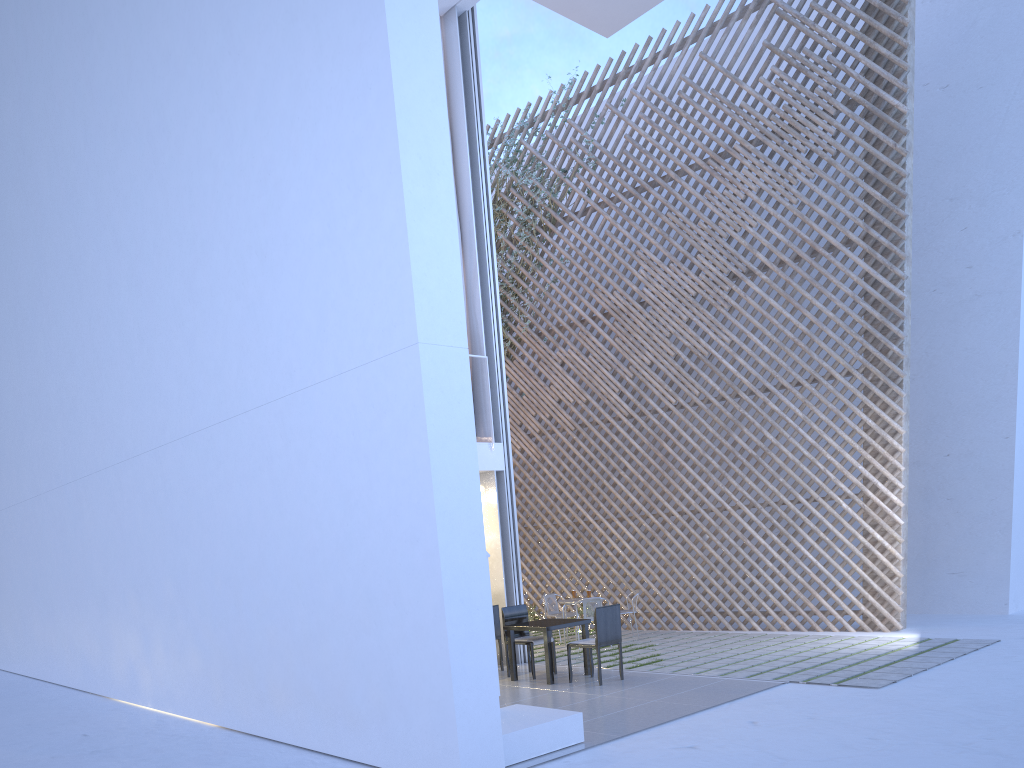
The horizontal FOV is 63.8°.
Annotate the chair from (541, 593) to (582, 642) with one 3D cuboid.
[{"bbox_3d":[0.375,1.832,6.476,0.254,0.390,0.248,-9,6,-42],"label":"chair"}]

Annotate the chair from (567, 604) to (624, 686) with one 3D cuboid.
[{"bbox_3d":[0.444,1.413,4.468,0.184,0.450,0.238,-12,9,-42],"label":"chair"}]

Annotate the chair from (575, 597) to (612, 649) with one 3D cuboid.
[{"bbox_3d":[0.579,1.697,5.871,0.263,0.390,0.239,-4,5,3],"label":"chair"}]

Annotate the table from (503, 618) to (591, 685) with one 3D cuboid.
[{"bbox_3d":[0.212,1.527,4.718,0.350,0.339,0.356,-4,0,-42],"label":"table"}]

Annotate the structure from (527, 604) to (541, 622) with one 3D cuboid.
[{"bbox_3d":[0.186,2.104,7.416,0.260,0.266,0.264,-5,0,-35],"label":"structure"}]

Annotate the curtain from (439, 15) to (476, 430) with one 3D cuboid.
[{"bbox_3d":[-0.494,-0.904,4.745,0.491,2.489,0.096,-14,14,-43],"label":"curtain"}]

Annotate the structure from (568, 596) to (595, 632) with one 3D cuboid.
[{"bbox_3d":[0.634,1.941,6.944,0.320,0.331,0.286,-4,1,33],"label":"structure"}]

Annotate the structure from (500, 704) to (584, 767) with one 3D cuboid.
[{"bbox_3d":[-0.791,0.090,4.470,1.665,3.398,3.700,-11,4,-43],"label":"structure"}]

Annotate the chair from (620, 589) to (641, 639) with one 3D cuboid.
[{"bbox_3d":[0.857,1.742,6.225,0.249,0.390,0.253,-5,4,-2],"label":"chair"}]

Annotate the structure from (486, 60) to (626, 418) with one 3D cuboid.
[{"bbox_3d":[0.014,-0.858,6.972,2.385,2.801,0.703,-3,8,38],"label":"structure"}]

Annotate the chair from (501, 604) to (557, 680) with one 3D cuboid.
[{"bbox_3d":[0.105,1.514,4.840,0.184,0.450,0.238,-12,9,-42],"label":"chair"}]

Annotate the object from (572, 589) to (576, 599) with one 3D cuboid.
[{"bbox_3d":[0.471,1.599,6.254,0.032,0.079,0.030,-4,8,3],"label":"object"}]

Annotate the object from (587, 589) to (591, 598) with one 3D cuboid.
[{"bbox_3d":[0.570,1.558,6.087,0.032,0.079,0.030,-4,8,3],"label":"object"}]

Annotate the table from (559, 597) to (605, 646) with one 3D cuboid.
[{"bbox_3d":[0.537,1.786,6.203,0.351,0.341,0.340,-5,0,10],"label":"table"}]

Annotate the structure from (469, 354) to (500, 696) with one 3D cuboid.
[{"bbox_3d":[-0.111,0.560,4.161,1.324,1.834,1.452,-8,4,-42],"label":"structure"}]

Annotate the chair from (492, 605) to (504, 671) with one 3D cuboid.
[{"bbox_3d":[-0.216,1.601,5.150,0.184,0.450,0.238,-12,9,-42],"label":"chair"}]
